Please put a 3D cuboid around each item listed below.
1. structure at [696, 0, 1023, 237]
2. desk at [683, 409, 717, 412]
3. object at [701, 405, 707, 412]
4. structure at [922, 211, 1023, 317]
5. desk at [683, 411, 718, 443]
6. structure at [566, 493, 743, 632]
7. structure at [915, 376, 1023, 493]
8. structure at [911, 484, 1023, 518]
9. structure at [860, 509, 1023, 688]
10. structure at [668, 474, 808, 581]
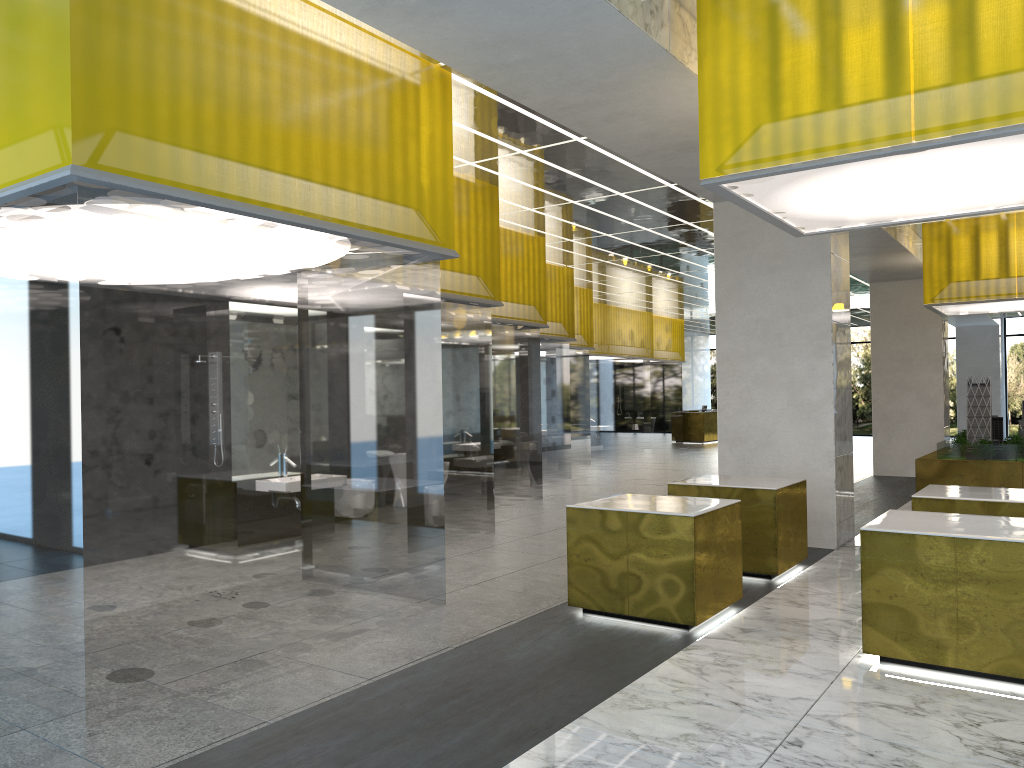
[{"bbox_3d":[3.852,-2.898,7.713,3.449,2.269,3.053,-1,-1,35],"label":"structure"},{"bbox_3d":[11.179,2.167,46.780,3.410,1.508,3.278,-1,-1,35],"label":"desk"},{"bbox_3d":[9.432,1.399,42.457,0.584,0.667,0.705,-1,-1,35],"label":"object"},{"bbox_3d":[11.003,-2.813,18.483,3.450,2.269,3.054,-1,-1,35],"label":"structure"},{"bbox_3d":[8.694,2.138,43.037,3.410,1.508,3.278,-1,-1,35],"label":"desk"},{"bbox_3d":[1.532,1.849,9.088,1.447,1.173,1.359,-1,-1,35],"label":"structure"},{"bbox_3d":[11.779,1.077,19.430,4.104,2.571,4.844,-1,-1,35],"label":"structure"},{"bbox_3d":[5.368,1.806,9.539,1.447,1.173,1.359,-1,-1,35],"label":"structure"},{"bbox_3d":[3.897,1.789,7.323,1.447,1.173,1.359,-1,-1,35],"label":"structure"},{"bbox_3d":[3.001,1.867,11.299,1.447,1.173,1.359,-1,-1,35],"label":"structure"}]
